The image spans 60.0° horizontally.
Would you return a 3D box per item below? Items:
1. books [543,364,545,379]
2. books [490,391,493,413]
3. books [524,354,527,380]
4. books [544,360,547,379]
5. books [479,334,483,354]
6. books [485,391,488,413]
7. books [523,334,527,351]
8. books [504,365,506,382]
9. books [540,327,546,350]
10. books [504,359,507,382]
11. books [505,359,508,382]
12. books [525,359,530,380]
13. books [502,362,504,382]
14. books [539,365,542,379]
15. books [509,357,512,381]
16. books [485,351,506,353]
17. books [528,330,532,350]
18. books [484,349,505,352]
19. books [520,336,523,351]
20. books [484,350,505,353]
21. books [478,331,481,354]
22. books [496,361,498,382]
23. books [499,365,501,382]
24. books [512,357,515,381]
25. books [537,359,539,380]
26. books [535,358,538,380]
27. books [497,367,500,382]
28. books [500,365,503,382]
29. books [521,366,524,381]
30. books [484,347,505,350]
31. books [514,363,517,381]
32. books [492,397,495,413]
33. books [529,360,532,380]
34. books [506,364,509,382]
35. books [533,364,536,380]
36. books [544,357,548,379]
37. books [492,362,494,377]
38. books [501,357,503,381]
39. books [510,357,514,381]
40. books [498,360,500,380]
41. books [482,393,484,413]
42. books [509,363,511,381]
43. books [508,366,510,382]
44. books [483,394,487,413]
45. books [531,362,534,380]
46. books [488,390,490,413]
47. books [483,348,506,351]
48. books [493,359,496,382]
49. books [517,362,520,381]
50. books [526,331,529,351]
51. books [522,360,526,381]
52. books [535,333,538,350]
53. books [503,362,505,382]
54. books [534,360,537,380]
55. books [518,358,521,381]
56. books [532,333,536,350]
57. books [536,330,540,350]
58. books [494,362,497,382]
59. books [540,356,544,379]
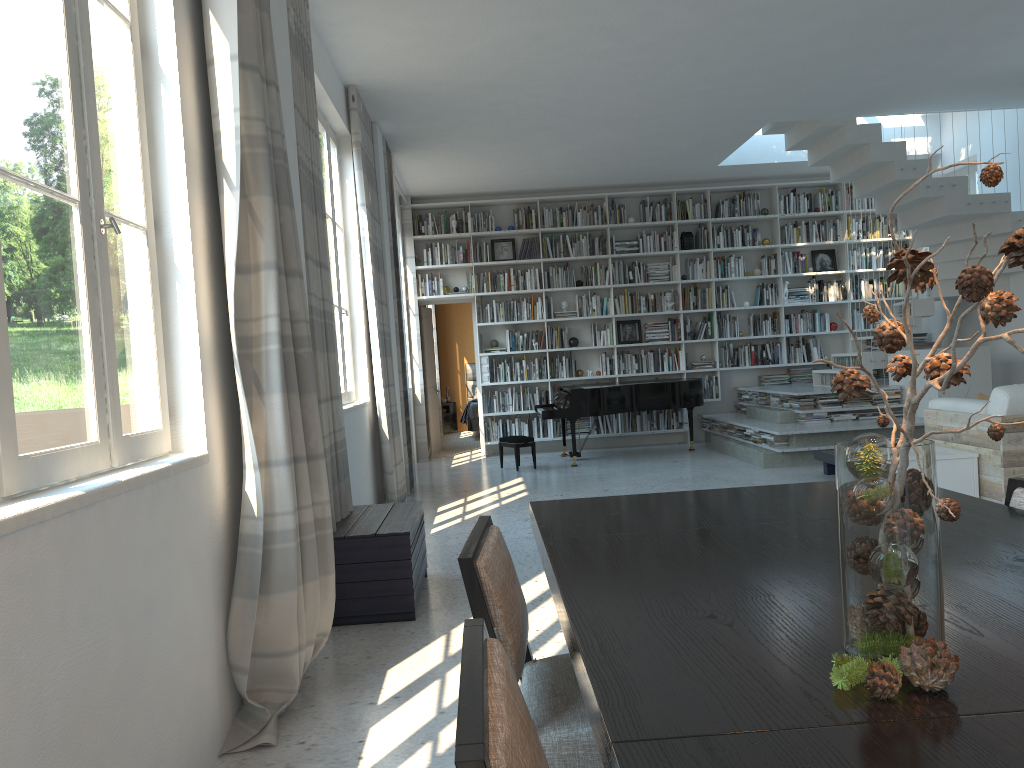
[{"bbox_3d":[0.396,-0.153,11.068,0.023,0.187,0.130,-4,2,-2],"label":"books"},{"bbox_3d":[-0.256,0.219,11.049,0.010,0.274,0.150,-4,2,-2],"label":"books"},{"bbox_3d":[0.167,-0.206,11.034,0.021,0.323,0.171,-4,2,-2],"label":"books"},{"bbox_3d":[0.412,-0.180,11.041,0.010,0.240,0.174,-4,2,-2],"label":"books"},{"bbox_3d":[-0.385,-0.497,11.012,0.028,0.243,0.156,-4,2,-2],"label":"books"},{"bbox_3d":[-0.318,0.222,11.018,0.011,0.277,0.189,-4,2,-2],"label":"books"},{"bbox_3d":[0.157,-0.518,11.040,0.056,0.214,0.142,-4,2,-2],"label":"books"},{"bbox_3d":[-0.090,-0.134,11.047,0.016,0.211,0.145,-4,2,-2],"label":"books"},{"bbox_3d":[0.376,-0.562,10.998,0.082,0.276,0.228,-4,2,-2],"label":"books"},{"bbox_3d":[-0.079,-0.168,11.038,0.009,0.278,0.157,-4,2,-2],"label":"books"},{"bbox_3d":[-0.070,-0.172,11.015,0.007,0.286,0.182,-4,2,-2],"label":"books"},{"bbox_3d":[0.194,-0.176,11.028,0.028,0.260,0.181,-4,2,-2],"label":"books"},{"bbox_3d":[-0.114,-0.148,11.028,0.014,0.243,0.171,-4,2,-2],"label":"books"},{"bbox_3d":[0.350,-0.147,11.053,0.041,0.181,0.141,-4,2,-2],"label":"books"},{"bbox_3d":[-0.017,-0.183,11.054,0.009,0.299,0.141,-4,2,-2],"label":"books"},{"bbox_3d":[-0.214,-0.393,11.024,0.285,0.012,0.159,-4,1,1],"label":"books"},{"bbox_3d":[0.227,-0.543,11.027,0.060,0.255,0.158,-4,2,-2],"label":"books"},{"bbox_3d":[-0.215,-0.417,11.023,0.254,0.012,0.161,-4,1,-5],"label":"books"},{"bbox_3d":[0.116,-0.503,11.006,0.029,0.190,0.188,-4,2,-2],"label":"books"},{"bbox_3d":[-0.215,-0.405,11.028,0.254,0.012,0.161,-4,1,-1],"label":"books"},{"bbox_3d":[-0.406,-0.517,11.021,0.012,0.285,0.159,-4,2,-2],"label":"books"},{"bbox_3d":[-0.187,-0.154,11.021,0.007,0.264,0.176,-4,2,-2],"label":"books"},{"bbox_3d":[-0.148,-0.133,11.033,0.015,0.218,0.176,-4,2,-2],"label":"books"},{"bbox_3d":[0.013,-0.188,11.031,0.012,0.306,0.189,-4,2,-2],"label":"books"},{"bbox_3d":[0.321,-0.185,11.051,0.013,0.260,0.142,-4,2,-2],"label":"books"},{"bbox_3d":[0.305,-0.186,11.032,0.021,0.265,0.185,-4,2,-2],"label":"books"},{"bbox_3d":[-0.171,-0.117,11.006,0.019,0.189,0.193,-4,2,-2],"label":"books"},{"bbox_3d":[-0.133,-0.133,11.021,0.015,0.217,0.180,-4,2,-2],"label":"books"},{"bbox_3d":[0.123,-0.132,11.027,0.029,0.181,0.190,-4,2,-2],"label":"books"},{"bbox_3d":[-0.217,-0.441,11.027,0.254,0.012,0.161,-4,1,-1],"label":"books"},{"bbox_3d":[0.043,-0.152,11.051,0.045,0.230,0.138,-4,2,-2],"label":"books"},{"bbox_3d":[-0.237,0.256,11.052,0.024,0.198,0.148,-4,2,-2],"label":"books"},{"bbox_3d":[0.222,-0.172,11.034,0.028,0.249,0.159,-4,2,-2],"label":"books"},{"bbox_3d":[-0.057,-0.139,11.022,0.015,0.219,0.190,-4,2,-2],"label":"books"},{"bbox_3d":[0.274,-0.149,11.054,0.023,0.194,0.140,-4,2,-2],"label":"books"},{"bbox_3d":[0.427,-0.202,11.063,0.024,0.280,0.135,-4,2,-2],"label":"books"},{"bbox_3d":[-0.236,-0.164,11.037,0.016,0.290,0.152,-4,2,-2],"label":"books"},{"bbox_3d":[-0.126,-0.183,11.029,0.006,0.315,0.145,-4,2,-2],"label":"books"},{"bbox_3d":[-0.002,-0.183,11.019,0.019,0.300,0.180,-4,2,-2],"label":"books"},{"bbox_3d":[-0.161,-0.163,11.026,0.008,0.280,0.164,-4,2,-2],"label":"books"},{"bbox_3d":[-0.358,0.236,11.047,0.012,0.254,0.161,-4,2,-2],"label":"books"},{"bbox_3d":[-0.027,-0.148,11.053,0.016,0.231,0.136,-4,2,-2],"label":"books"},{"bbox_3d":[-0.041,-0.125,11.019,0.016,0.189,0.183,-4,2,-2],"label":"books"},{"bbox_3d":[-0.337,0.242,11.035,0.029,0.239,0.154,-4,2,-2],"label":"books"},{"bbox_3d":[0.249,-0.165,11.050,0.025,0.229,0.153,-4,2,-2],"label":"books"},{"bbox_3d":[-0.287,0.217,11.028,0.052,0.284,0.172,-4,2,-2],"label":"books"},{"bbox_3d":[-0.216,-0.429,11.020,0.285,0.012,0.159,-4,1,2],"label":"books"},{"bbox_3d":[-0.221,-0.167,11.030,0.014,0.294,0.171,-4,2,-2],"label":"books"},{"bbox_3d":[0.080,-0.154,11.036,0.027,0.230,0.159,-4,2,-2],"label":"books"},{"bbox_3d":[0.190,-0.534,11.041,0.013,0.242,0.141,-4,2,-2],"label":"books"},{"bbox_3d":[0.148,-0.170,11.037,0.026,0.254,0.176,-4,2,-2],"label":"books"},{"bbox_3d":[0.302,-0.525,11.033,0.027,0.210,0.143,-4,2,-2],"label":"books"},{"bbox_3d":[-0.102,-0.149,11.015,0.009,0.244,0.184,-4,2,-2],"label":"books"},{"bbox_3d":[0.289,-0.176,11.049,0.010,0.246,0.160,-4,2,-2],"label":"books"},{"bbox_3d":[0.099,-0.181,11.034,0.014,0.282,0.150,-4,2,-2],"label":"books"},{"bbox_3d":[0.274,-0.522,11.022,0.030,0.208,0.172,-4,2,-2],"label":"books"},{"bbox_3d":[0.325,-0.547,11.036,0.021,0.251,0.154,-4,2,-2],"label":"books"},{"bbox_3d":[-0.202,-0.150,11.040,0.022,0.257,0.141,-4,2,-2],"label":"books"},{"bbox_3d":[0.375,-0.201,11.033,0.014,0.286,0.179,-4,2,-2],"label":"books"}]
